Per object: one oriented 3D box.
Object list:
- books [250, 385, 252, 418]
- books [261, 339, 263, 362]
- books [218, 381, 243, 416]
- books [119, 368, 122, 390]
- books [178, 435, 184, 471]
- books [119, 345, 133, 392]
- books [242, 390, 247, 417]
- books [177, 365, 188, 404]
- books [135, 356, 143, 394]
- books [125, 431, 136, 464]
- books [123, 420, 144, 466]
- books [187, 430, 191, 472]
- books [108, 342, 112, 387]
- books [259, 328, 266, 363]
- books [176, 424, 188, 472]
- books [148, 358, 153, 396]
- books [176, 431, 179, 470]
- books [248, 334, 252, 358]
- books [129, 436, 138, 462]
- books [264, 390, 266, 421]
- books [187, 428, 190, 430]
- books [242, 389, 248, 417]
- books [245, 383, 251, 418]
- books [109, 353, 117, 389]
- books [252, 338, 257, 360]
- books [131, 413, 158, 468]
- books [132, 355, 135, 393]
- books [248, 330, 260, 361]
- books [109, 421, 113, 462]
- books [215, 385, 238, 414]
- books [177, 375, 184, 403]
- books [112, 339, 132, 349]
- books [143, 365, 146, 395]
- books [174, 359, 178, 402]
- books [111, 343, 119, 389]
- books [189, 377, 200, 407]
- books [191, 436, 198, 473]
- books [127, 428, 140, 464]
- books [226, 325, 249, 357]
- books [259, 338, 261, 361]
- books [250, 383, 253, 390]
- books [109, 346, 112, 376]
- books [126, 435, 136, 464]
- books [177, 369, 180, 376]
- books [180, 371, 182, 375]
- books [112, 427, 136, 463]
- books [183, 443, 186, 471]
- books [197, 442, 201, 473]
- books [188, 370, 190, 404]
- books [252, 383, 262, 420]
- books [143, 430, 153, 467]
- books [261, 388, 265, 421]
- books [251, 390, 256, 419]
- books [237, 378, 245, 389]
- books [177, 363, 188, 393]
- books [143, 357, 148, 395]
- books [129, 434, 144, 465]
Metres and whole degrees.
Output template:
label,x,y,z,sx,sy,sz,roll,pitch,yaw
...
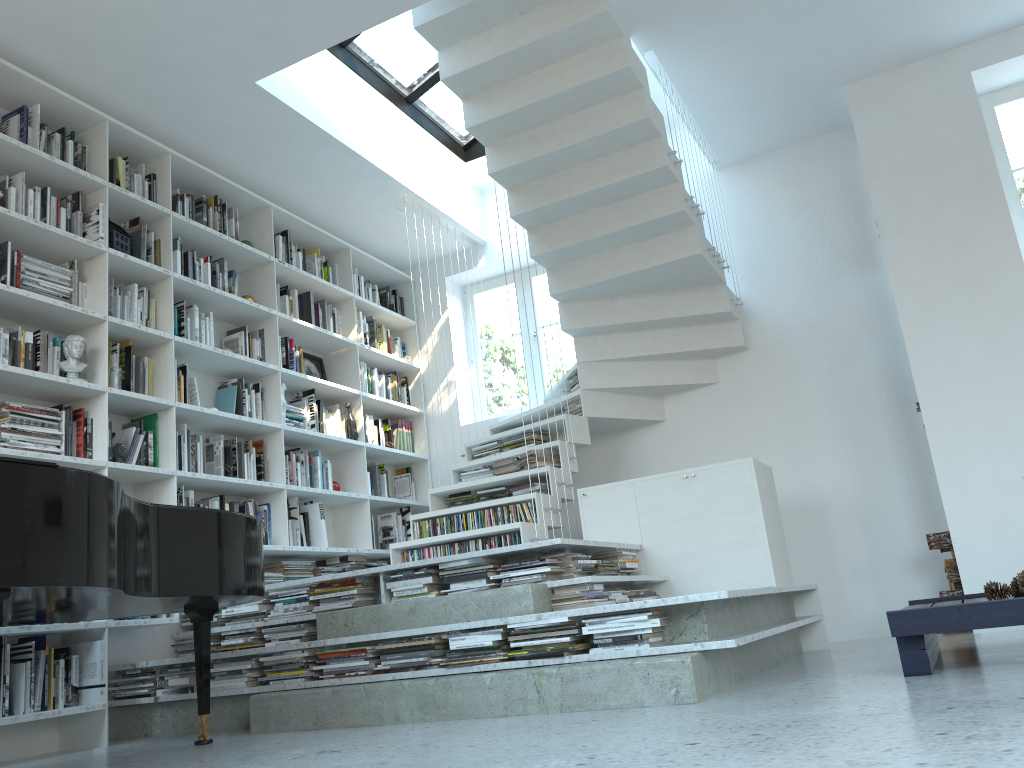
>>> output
label,x,y,z,sx,sy,sz,roll,pitch,yaw
books,-1.648,0.144,5.394,0.152,0.258,0.015,-14,-16,24
books,-1.634,-0.163,5.577,0.169,0.205,0.012,-14,-16,24
books,-1.688,0.127,5.324,0.174,0.263,0.021,-14,-16,24
books,-2.076,0.016,4.590,0.131,0.180,0.030,-14,-16,24
books,-1.849,0.403,4.793,0.188,0.225,0.011,-14,-16,24
books,-2.039,-0.043,4.605,0.182,0.292,0.019,-14,-16,24
books,-1.670,0.156,5.333,0.188,0.209,0.006,-14,-16,24
books,-1.878,0.044,4.947,0.178,0.269,0.006,-14,-16,24
books,-2.009,-0.009,4.646,0.189,0.241,0.027,-14,-16,24
books,-2.003,0.352,4.502,0.176,0.209,0.089,-14,-16,24
books,-1.973,0.338,4.616,0.139,0.285,0.013,-14,-16,24
books,-1.830,0.399,4.864,0.183,0.266,0.012,-14,-16,24
books,-2.099,-0.062,4.510,0.145,0.292,0.035,-14,-16,24
books,-1.628,-0.197,5.590,0.182,0.277,0.005,-14,-16,24
books,-1.842,0.377,4.838,0.175,0.296,0.014,-14,-16,24
books,-1.991,0.007,4.761,0.142,0.268,0.033,-14,-16,24
books,-1.865,0.392,4.790,0.165,0.248,0.013,-14,-16,24
books,-1.683,-0.186,5.515,0.160,0.227,0.017,-14,-16,24
books,-2.003,0.364,4.553,0.139,0.214,0.090,-14,-16,24
books,-1.587,0.173,5.502,0.158,0.245,0.010,-14,-16,24
books,-1.836,0.397,4.891,0.159,0.284,0.006,-14,-16,24
books,-1.666,0.153,5.343,0.187,0.218,0.013,-14,-16,24
books,-1.655,0.139,5.380,0.165,0.262,0.018,-14,-16,24
books,-2.087,-0.025,4.533,0.180,0.231,0.015,-14,-16,24
books,-1.664,-0.170,5.532,0.173,0.201,0.013,-14,-16,24
books,-1.936,0.329,4.672,0.183,0.324,0.014,-14,-16,24
books,-2.042,-0.013,4.636,0.175,0.252,0.033,-14,-16,24
books,-1.652,-0.195,5.548,0.176,0.256,0.016,-14,-16,24
books,-2.062,0.321,4.443,0.141,0.247,0.035,-14,-16,24
books,-1.709,0.134,5.291,0.153,0.240,0.056,-14,-16,24
books,-1.881,0.066,4.879,0.191,0.191,0.017,-14,-16,24
books,-2.052,-0.058,4.630,0.169,0.336,0.022,-14,-16,24
books,-2.003,0.016,4.665,0.181,0.204,0.034,-14,-16,24
books,-1.907,0.016,4.853,0.192,0.278,0.013,-14,-16,24
books,-2.080,-0.052,4.555,0.164,0.293,0.019,-14,-16,24
books,-1.833,0.083,4.993,0.177,0.209,0.051,-14,-16,24
books,-1.811,0.424,4.908,0.176,0.237,0.015,-14,-16,24
books,-1.998,0.349,4.549,0.150,0.238,0.094,-14,-16,24
books,-1.693,-0.215,5.477,0.164,0.267,0.015,-14,-16,24
books,-1.642,-0.168,5.553,0.174,0.204,0.013,-14,-16,24
books,-1.641,0.145,5.428,0.154,0.274,0.033,-14,-16,24
books,-2.107,-0.056,4.527,0.145,0.292,0.035,-14,-16,24
books,-2.005,0.360,4.532,0.143,0.211,0.090,-14,-16,24
books,-1.901,0.049,4.907,0.169,0.242,0.008,-14,-16,24
books,-1.890,0.056,4.937,0.132,0.242,0.017,-14,-16,24
books,-2.007,0.340,4.487,0.190,0.227,0.096,-14,-16,24
books,-1.843,0.428,4.813,0.184,0.186,0.013,-14,-16,24
books,-1.800,0.440,4.916,0.180,0.207,0.014,-14,-16,24
books,-1.873,0.061,4.984,0.161,0.253,0.007,-14,-16,24
books,-1.612,0.145,5.439,0.184,0.273,0.012,-14,-16,24
books,-1.941,0.368,4.618,0.171,0.222,0.029,-14,-16,24
books,-1.597,0.162,5.471,0.169,0.252,0.011,-14,-16,24
books,-1.633,0.162,5.399,0.178,0.224,0.012,-14,-16,24
books,-1.679,0.122,5.370,0.154,0.294,0.013,-14,-16,24
books,-1.878,0.039,4.965,0.159,0.286,0.013,-14,-16,24
books,-1.997,-0.002,4.722,0.143,0.265,0.032,-14,-16,24
books,-1.987,0.370,4.558,0.169,0.204,0.091,-14,-16,24
